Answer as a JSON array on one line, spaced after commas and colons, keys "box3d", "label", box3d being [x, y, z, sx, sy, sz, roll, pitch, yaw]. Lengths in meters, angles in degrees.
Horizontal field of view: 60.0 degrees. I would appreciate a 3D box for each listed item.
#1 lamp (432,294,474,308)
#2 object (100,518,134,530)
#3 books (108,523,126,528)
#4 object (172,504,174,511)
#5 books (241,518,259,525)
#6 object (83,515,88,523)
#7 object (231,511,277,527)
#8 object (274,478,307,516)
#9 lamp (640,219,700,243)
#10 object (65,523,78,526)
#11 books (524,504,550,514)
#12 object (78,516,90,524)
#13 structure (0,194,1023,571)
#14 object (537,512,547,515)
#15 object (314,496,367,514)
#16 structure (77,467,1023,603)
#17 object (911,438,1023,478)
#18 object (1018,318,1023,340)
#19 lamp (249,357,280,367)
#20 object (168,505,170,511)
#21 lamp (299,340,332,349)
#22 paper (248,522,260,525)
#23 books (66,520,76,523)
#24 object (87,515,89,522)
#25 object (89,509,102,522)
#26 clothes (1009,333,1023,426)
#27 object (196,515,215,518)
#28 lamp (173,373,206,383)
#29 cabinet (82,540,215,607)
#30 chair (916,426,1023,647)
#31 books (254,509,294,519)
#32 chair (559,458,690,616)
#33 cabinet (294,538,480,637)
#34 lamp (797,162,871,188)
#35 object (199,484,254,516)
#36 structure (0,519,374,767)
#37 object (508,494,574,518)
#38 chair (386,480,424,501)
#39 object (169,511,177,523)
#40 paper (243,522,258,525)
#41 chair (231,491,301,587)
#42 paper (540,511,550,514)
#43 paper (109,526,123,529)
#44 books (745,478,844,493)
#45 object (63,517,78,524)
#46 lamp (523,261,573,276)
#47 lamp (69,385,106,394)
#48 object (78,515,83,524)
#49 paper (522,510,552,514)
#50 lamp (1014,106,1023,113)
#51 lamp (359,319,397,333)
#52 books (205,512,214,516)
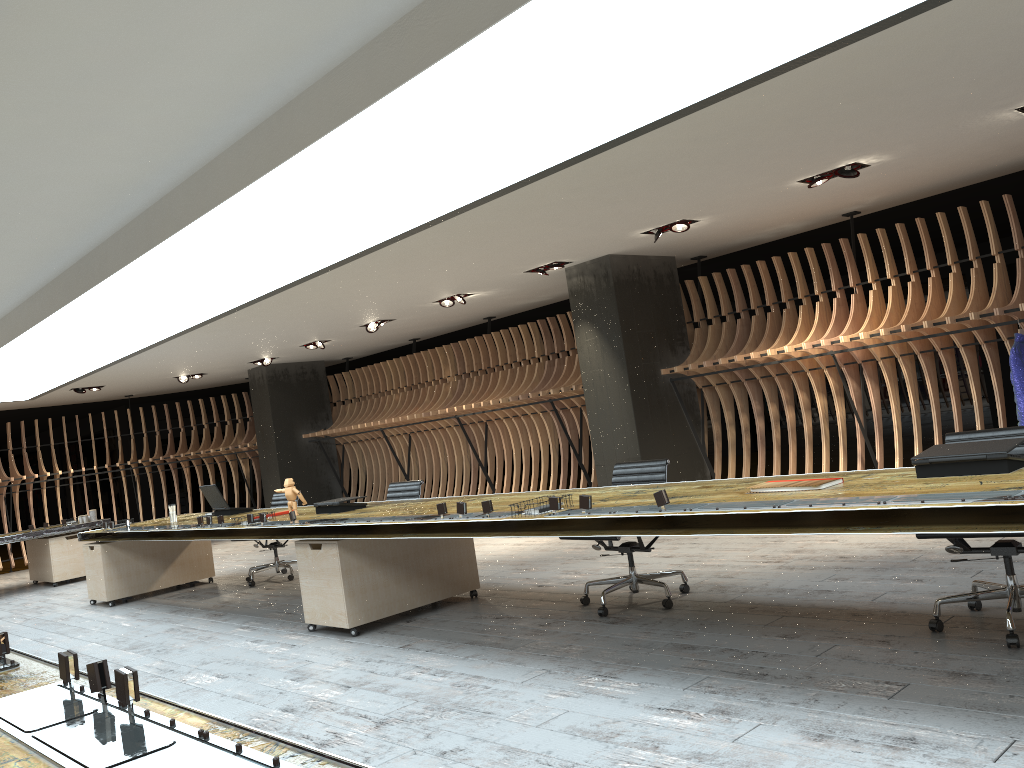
[{"box3d": [-0.696, -1.047, 10.411, 0.269, 0.289, 0.492, -6, -4, -43], "label": "lamp"}, {"box3d": [-4.181, 1.489, 9.386, 0.216, 0.074, 0.302, -11, -4, 41], "label": "object"}, {"box3d": [-4.184, 1.499, 9.385, 0.109, 0.025, 0.155, -11, -4, 42], "label": "books"}, {"box3d": [-3.362, 1.275, 8.812, 0.007, 0.170, 0.030, -6, -4, -32], "label": "object"}, {"box3d": [-2.002, 1.060, 6.855, 0.109, 0.025, 0.155, -11, -4, 42], "label": "books"}, {"box3d": [-5.741, 1.819, 11.926, 0.062, 0.109, 0.062, -10, -4, 20], "label": "object"}, {"box3d": [-1.999, 1.049, 6.856, 0.216, 0.074, 0.302, -11, -4, 41], "label": "object"}, {"box3d": [-1.798, 0.910, 7.110, 0.320, 0.301, 0.097, -10, -4, 31], "label": "object"}, {"box3d": [1.435, -1.468, 8.083, 0.269, 0.292, 0.492, -6, -4, -43], "label": "lamp"}, {"box3d": [-5.955, 1.908, 12.132, 0.343, 0.015, 0.233, -8, -3, -11], "label": "object"}, {"box3d": [0.147, 0.634, 4.504, 0.109, 0.025, 0.155, -11, -4, 42], "label": "books"}, {"box3d": [-5.773, 1.837, 11.997, 0.175, 0.089, 0.289, -7, -3, -27], "label": "object"}, {"box3d": [-5.433, 1.070, 7.404, 14.894, 2.442, 36.489, -6, -4, -43], "label": "structure"}, {"box3d": [0.155, 0.647, 4.505, 0.176, 0.004, 0.130, -6, -3, -38], "label": "object"}, {"box3d": [-1.316, 0.931, 6.811, 0.263, 0.088, 0.372, -6, -4, -43], "label": "object"}, {"box3d": [-0.625, 1.164, 5.920, 1.163, 0.845, 10.432, -6, -4, -43], "label": "structure"}, {"box3d": [1.856, 0.302, 3.592, 0.261, 0.111, 0.372, -6, -4, -43], "label": "object"}, {"box3d": [3.952, -0.377, 6.876, 0.525, 0.270, 0.012, -6, -4, -43], "label": "object"}, {"box3d": [-3.902, -0.409, 13.893, 0.492, 0.294, 0.269, -11, -4, 40], "label": "lamp"}, {"box3d": [-3.384, 1.277, 8.786, 0.007, 0.170, 0.030, -11, -5, 41], "label": "object"}, {"box3d": [-2.827, -0.622, 12.739, 0.269, 0.293, 0.492, -6, -4, -43], "label": "lamp"}, {"box3d": [-1.994, 1.072, 6.856, 0.176, 0.004, 0.130, -6, -3, -39], "label": "paper"}, {"box3d": [-6.223, 1.945, 12.517, 0.110, 0.025, 0.155, -6, -3, -38], "label": "books"}, {"box3d": [-5.756, 1.824, 11.995, 0.062, 0.109, 0.062, -10, -4, 20], "label": "object"}, {"box3d": [-5.625, 1.797, 11.979, 0.088, 0.204, 0.262, -5, -4, -44], "label": "object"}, {"box3d": [4.047, 0.207, 6.876, 0.245, 1.240, 0.886, -12, -5, 44], "label": "clothes"}, {"box3d": [-3.005, 1.311, 8.872, 0.219, 0.019, 0.213, -10, -3, 32], "label": "object"}, {"box3d": [-5.287, -0.174, 14.563, 0.492, 0.292, 0.269, -9, -3, 2], "label": "lamp"}, {"box3d": [-3.845, 1.910, 9.434, 1.132, 0.631, 0.592, -6, -4, -43], "label": "cabinet"}, {"box3d": [2.170, 0.651, 3.947, 0.692, 0.860, 0.668, -11, -4, 33], "label": "chair"}, {"box3d": [-2.010, 1.093, 7.414, 0.366, 0.026, 0.212, -7, -3, -33], "label": "books"}, {"box3d": [0.686, 0.944, 5.554, 0.692, 0.860, 0.668, -11, -4, 43], "label": "chair"}, {"box3d": [-0.866, 1.327, 6.343, 1.132, 0.631, 0.592, -6, -4, -43], "label": "cabinet"}, {"box3d": [2.501, -1.678, 6.919, 0.269, 0.294, 0.492, -6, -4, -43], "label": "lamp"}, {"box3d": [-2.778, 1.116, 8.629, 0.366, 0.316, 0.372, -6, -4, -43], "label": "object"}, {"box3d": [-2.109, 1.335, 4.826, 4.840, 0.845, 18.442, -6, -4, -43], "label": "structure"}, {"box3d": [0.150, 0.622, 4.505, 0.209, 0.072, 0.302, -11, -4, 42], "label": "object"}, {"box3d": [-1.057, 1.292, 7.507, 0.692, 0.860, 0.668, -11, -4, 38], "label": "chair"}, {"box3d": [-3.358, 1.319, 8.786, 0.061, 0.111, 0.061, -8, -3, -9], "label": "object"}, {"box3d": [-1.994, 1.071, 6.856, 0.176, 0.004, 0.130, -7, -3, -37], "label": "paper"}, {"box3d": [-2.487, 1.577, 9.105, 0.692, 0.860, 0.668, -11, -4, 33], "label": "chair"}, {"box3d": [0.155, 0.646, 4.505, 0.176, 0.004, 0.130, -6, -3, -38], "label": "paper"}, {"box3d": [-4.175, 1.513, 9.386, 0.176, 0.004, 0.130, -7, -3, -34], "label": "paper"}, {"box3d": [1.250, 0.450, 3.938, 0.213, 0.026, 0.365, -6, -3, -43], "label": "books"}, {"box3d": [-6.225, 1.935, 12.522, 0.217, 0.074, 0.301, -6, -3, -38], "label": "object"}, {"box3d": [0.370, -1.254, 9.247, 0.269, 0.296, 0.492, -6, -4, -43], "label": "lamp"}, {"box3d": [-6.762, 0.026, 14.110, 0.493, 0.294, 0.269, -6, -4, -36], "label": "lamp"}, {"box3d": [-5.808, 1.829, 11.947, 0.062, 0.109, 0.062, -10, -4, 20], "label": "object"}, {"box3d": [0.155, 0.644, 4.505, 0.176, 0.004, 0.130, -7, -3, -37], "label": "paper"}, {"box3d": [3.566, -1.893, 5.755, 0.269, 0.286, 0.492, -6, -4, -43], "label": "lamp"}, {"box3d": [-1.762, -0.836, 11.575, 0.269, 0.288, 0.492, -6, -4, -43], "label": "lamp"}, {"box3d": [-2.963, 1.285, 8.865, 0.112, 0.027, 0.186, -10, -3, 32], "label": "books"}]
